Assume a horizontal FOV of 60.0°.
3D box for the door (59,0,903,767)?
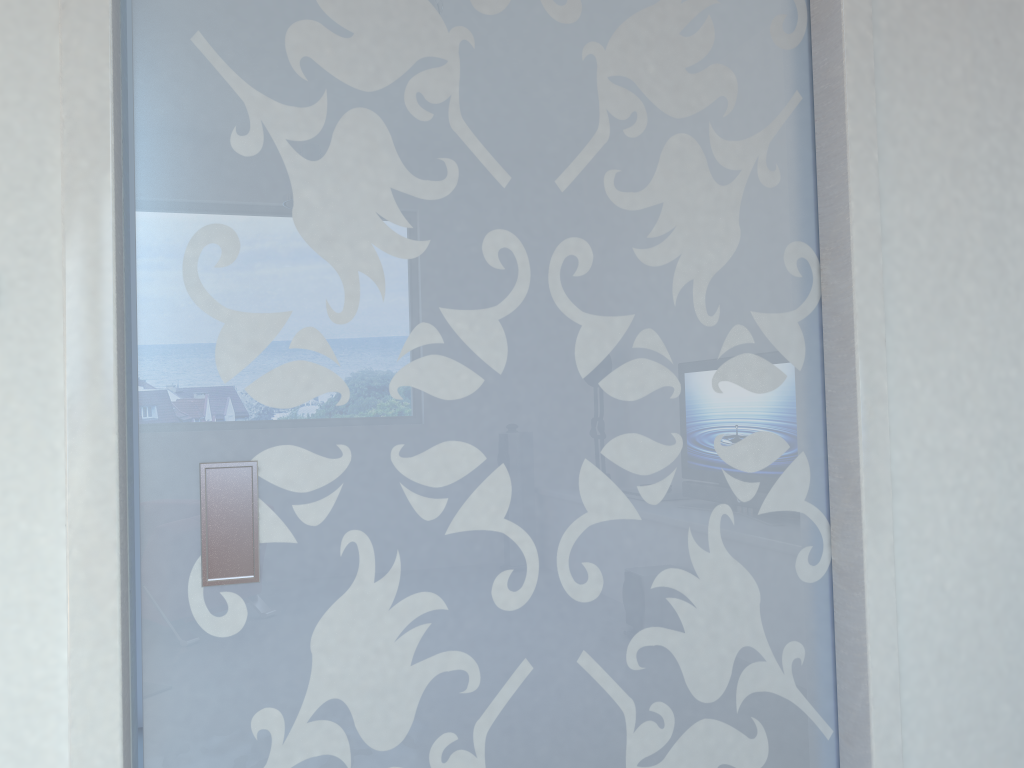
[{"bbox_3d":[0.011,0.065,1.771,1.600,2.550,0.240,-1,-2,-18],"label":"door"}]
